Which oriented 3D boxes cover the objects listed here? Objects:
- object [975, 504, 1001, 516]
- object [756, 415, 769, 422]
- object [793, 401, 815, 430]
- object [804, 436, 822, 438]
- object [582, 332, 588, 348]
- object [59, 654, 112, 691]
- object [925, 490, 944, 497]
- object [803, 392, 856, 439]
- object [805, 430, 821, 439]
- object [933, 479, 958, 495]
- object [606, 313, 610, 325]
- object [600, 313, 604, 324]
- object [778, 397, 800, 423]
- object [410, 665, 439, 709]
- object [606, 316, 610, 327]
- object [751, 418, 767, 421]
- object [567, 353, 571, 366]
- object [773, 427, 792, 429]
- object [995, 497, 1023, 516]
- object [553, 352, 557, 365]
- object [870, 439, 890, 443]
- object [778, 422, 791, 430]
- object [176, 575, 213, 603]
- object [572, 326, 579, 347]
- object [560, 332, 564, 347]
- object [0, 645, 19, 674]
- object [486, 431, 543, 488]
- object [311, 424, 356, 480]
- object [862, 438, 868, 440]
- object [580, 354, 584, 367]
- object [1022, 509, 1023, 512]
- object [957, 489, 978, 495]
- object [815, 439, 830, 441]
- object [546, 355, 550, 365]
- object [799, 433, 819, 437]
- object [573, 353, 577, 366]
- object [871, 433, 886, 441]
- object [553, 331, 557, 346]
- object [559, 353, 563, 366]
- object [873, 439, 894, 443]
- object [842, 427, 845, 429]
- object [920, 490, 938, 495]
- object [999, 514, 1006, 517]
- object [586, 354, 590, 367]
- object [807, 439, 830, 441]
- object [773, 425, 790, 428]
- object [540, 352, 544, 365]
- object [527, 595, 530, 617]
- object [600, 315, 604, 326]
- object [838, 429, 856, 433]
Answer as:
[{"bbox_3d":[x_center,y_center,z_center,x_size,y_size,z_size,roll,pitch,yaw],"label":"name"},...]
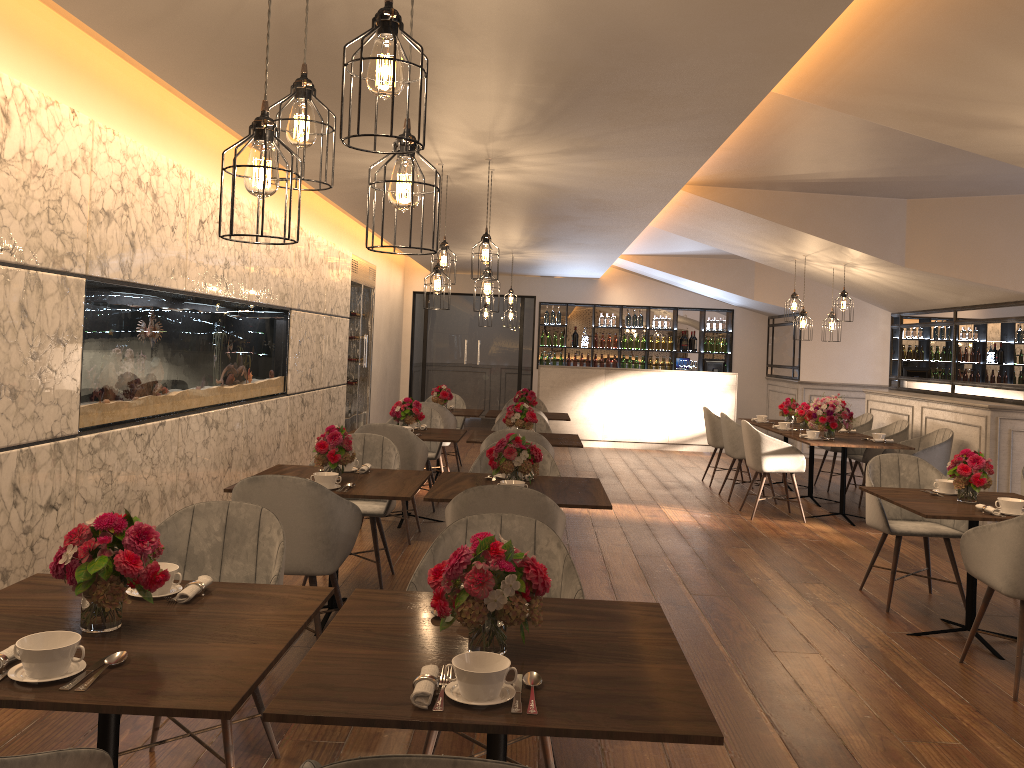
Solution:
[{"bbox_3d":[2.369,0.624,4.408,0.056,0.039,0.175,2,2,1],"label":"object"},{"bbox_3d":[2.800,0.392,9.917,0.148,0.072,0.148,4,2,44],"label":"object"},{"bbox_3d":[3.015,0.319,9.113,0.234,0.301,0.305,2,1,21],"label":"object"},{"bbox_3d":[2.761,0.488,8.169,0.192,0.024,0.025,2,1,2],"label":"object"},{"bbox_3d":[1.249,-0.762,15.129,0.108,0.282,0.108,3,-1,-42],"label":"object"},{"bbox_3d":[-0.906,0.616,1.901,0.022,0.004,0.211,2,2,1],"label":"object"},{"bbox_3d":[2.385,0.617,4.990,0.022,0.004,0.211,2,2,1],"label":"object"},{"bbox_3d":[2.950,0.292,8.214,0.419,0.426,0.405,2,1,-10],"label":"object"},{"bbox_3d":[2.750,0.467,8.090,0.148,0.072,0.148,4,2,44],"label":"object"},{"bbox_3d":[2.464,0.585,5.015,0.148,0.072,0.148,1,2,-31],"label":"object"},{"bbox_3d":[1.636,-1.108,15.096,0.069,0.209,0.040,2,-1,1],"label":"object"},{"bbox_3d":[1.536,-1.112,15.098,0.069,0.209,0.040,2,-1,1],"label":"object"},{"bbox_3d":[3.110,0.286,9.927,0.305,0.301,0.234,2,1,-41],"label":"object"},{"bbox_3d":[-0.180,0.629,1.854,0.056,0.039,0.175,2,2,1],"label":"object"},{"bbox_3d":[1.635,-1.072,15.095,0.070,0.190,0.041,2,-1,1],"label":"object"},{"bbox_3d":[2.802,0.404,10.031,0.175,0.039,0.056,2,1,2],"label":"object"},{"bbox_3d":[0.974,-0.402,15.132,0.065,0.262,0.066,3,-1,-20],"label":"object"},{"bbox_3d":[2.786,0.450,9.101,0.192,0.024,0.025,2,1,2],"label":"object"},{"bbox_3d":[2.484,0.611,4.405,0.148,0.072,0.148,1,2,-31],"label":"object"},{"bbox_3d":[0.730,-0.412,15.139,0.065,0.262,0.066,3,-1,-20],"label":"object"},{"bbox_3d":[3.347,0.517,8.030,0.192,0.024,0.025,2,1,2],"label":"object"},{"bbox_3d":[2.775,0.429,9.022,0.148,0.072,0.148,4,2,44],"label":"object"},{"bbox_3d":[-0.890,0.574,2.483,0.056,0.039,0.175,2,2,1],"label":"object"},{"bbox_3d":[1.084,-0.809,15.140,0.103,0.360,0.104,3,-1,-27],"label":"object"},{"bbox_3d":[0.855,-0.770,15.142,0.065,0.262,0.066,3,-1,-20],"label":"object"},{"bbox_3d":[-1.098,0.592,1.880,0.056,0.039,0.175,2,2,1],"label":"object"},{"bbox_3d":[0.009,0.389,4.606,0.305,0.301,0.234,2,0,-21],"label":"object"},{"bbox_3d":[-0.941,0.349,4.662,0.234,0.301,0.305,2,1,3],"label":"object"},{"bbox_3d":[3.342,0.514,8.222,0.197,0.015,0.043,2,2,-2],"label":"object"},{"bbox_3d":[1.195,-0.393,15.126,0.065,0.262,0.066,3,-1,-20],"label":"object"},{"bbox_3d":[2.596,0.644,4.421,0.043,0.015,0.197,2,2,-2],"label":"object"},{"bbox_3d":[2.578,0.607,5.011,0.056,0.039,0.175,2,2,1],"label":"object"},{"bbox_3d":[2.765,0.501,7.976,0.197,0.015,0.043,2,2,-2],"label":"object"},{"bbox_3d":[0.620,-0.416,15.142,0.065,0.262,0.066,3,-1,-20],"label":"object"},{"bbox_3d":[2.752,0.479,8.204,0.175,0.039,0.056,2,1,2],"label":"object"},{"bbox_3d":[1.084,-0.397,15.129,0.065,0.262,0.066,3,-1,-20],"label":"object"},{"bbox_3d":[3.359,0.490,8.109,0.148,0.072,0.148,4,2,44],"label":"object"},{"bbox_3d":[0.745,-0.775,15.145,0.065,0.262,0.066,3,-1,-20],"label":"object"},{"bbox_3d":[0.840,-0.407,15.136,0.065,0.262,0.066,3,-1,-20],"label":"object"},{"bbox_3d":[3.356,0.512,7.995,0.175,0.039,0.056,2,1,2],"label":"object"},{"bbox_3d":[3.384,0.452,9.041,0.148,0.072,0.148,4,2,44],"label":"object"},{"bbox_3d":[2.357,0.610,4.998,0.043,0.015,0.197,2,2,5],"label":"object"},{"bbox_3d":[2.404,0.632,4.416,0.025,0.024,0.192,2,2,1],"label":"object"},{"bbox_3d":[1.305,-0.388,15.123,0.065,0.262,0.066,3,-1,-20],"label":"object"},{"bbox_3d":[2.773,0.506,8.011,0.211,0.004,0.022,2,2,2],"label":"object"},{"bbox_3d":[2.778,0.441,9.136,0.175,0.039,0.056,2,1,2],"label":"object"},{"bbox_3d":[0.509,-0.421,15.145,0.065,0.262,0.066,3,-1,-20],"label":"object"},{"bbox_3d":[0.028,0.612,2.458,0.056,0.039,0.175,2,2,1],"label":"object"},{"bbox_3d":[1.535,-1.076,15.098,0.070,0.190,0.041,2,-1,1],"label":"object"},{"bbox_3d":[3.381,0.474,8.927,0.175,0.039,0.056,2,1,2],"label":"object"}]
